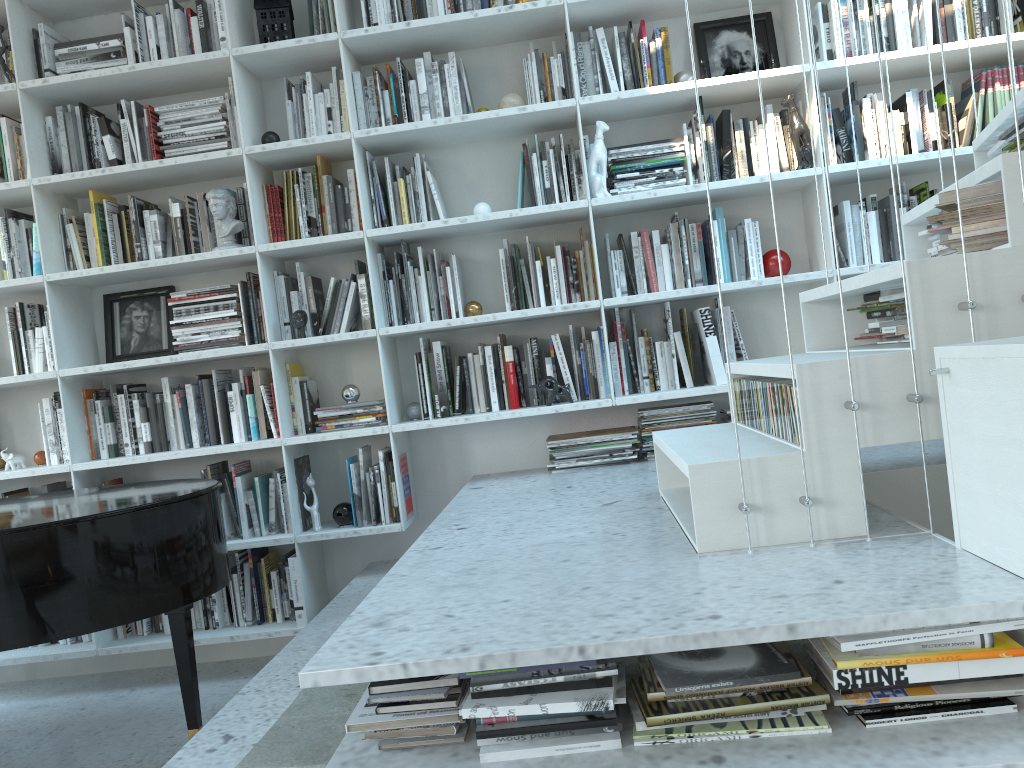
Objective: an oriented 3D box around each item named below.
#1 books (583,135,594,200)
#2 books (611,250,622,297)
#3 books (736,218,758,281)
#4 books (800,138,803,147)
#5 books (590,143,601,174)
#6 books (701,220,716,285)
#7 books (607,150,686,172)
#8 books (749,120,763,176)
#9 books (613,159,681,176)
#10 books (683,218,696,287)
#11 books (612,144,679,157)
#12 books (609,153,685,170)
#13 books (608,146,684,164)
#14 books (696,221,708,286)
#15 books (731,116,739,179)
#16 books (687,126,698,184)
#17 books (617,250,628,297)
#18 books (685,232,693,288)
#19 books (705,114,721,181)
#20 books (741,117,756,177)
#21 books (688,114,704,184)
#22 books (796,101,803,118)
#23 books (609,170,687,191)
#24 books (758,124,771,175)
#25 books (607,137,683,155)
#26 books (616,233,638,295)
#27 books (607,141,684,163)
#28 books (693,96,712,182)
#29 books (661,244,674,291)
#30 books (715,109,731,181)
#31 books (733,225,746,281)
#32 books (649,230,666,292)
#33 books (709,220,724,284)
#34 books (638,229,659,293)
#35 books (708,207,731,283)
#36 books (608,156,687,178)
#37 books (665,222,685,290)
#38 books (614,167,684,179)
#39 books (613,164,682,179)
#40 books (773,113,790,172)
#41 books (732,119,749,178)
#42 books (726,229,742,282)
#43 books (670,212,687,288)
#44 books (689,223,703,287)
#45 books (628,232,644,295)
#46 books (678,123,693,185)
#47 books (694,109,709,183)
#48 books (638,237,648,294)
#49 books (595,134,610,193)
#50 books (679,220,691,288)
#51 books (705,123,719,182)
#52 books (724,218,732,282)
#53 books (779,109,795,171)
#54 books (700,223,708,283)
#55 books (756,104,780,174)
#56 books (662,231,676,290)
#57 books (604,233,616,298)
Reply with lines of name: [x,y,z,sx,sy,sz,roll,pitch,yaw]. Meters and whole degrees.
books: [0.297,-0.816,3.452,0.028,0.270,0.128,-7,2,4]
books: [0.402,-0.416,3.443,0.023,0.186,0.159,-7,1,4]
books: [0.901,-0.503,3.404,0.025,0.235,0.181,-7,1,4]
books: [1.089,-0.868,3.368,0.027,0.179,0.166,-7,1,4]
books: [0.325,-0.794,3.417,0.027,0.221,0.184,-7,1,4]
books: [0.758,-0.495,3.426,0.012,0.254,0.161,-7,2,4]
books: [0.514,-0.859,3.418,0.285,0.012,0.159,-7,1,-1]
books: [0.928,-0.877,3.407,0.028,0.235,0.129,-7,2,4]
books: [0.519,-0.823,3.419,0.254,0.012,0.160,-7,1,9]
books: [0.679,-0.494,3.423,0.011,0.272,0.152,-7,2,4]
books: [0.512,-0.883,3.424,0.254,0.012,0.161,-7,1,6]
books: [0.516,-0.847,3.425,0.285,0.012,0.159,-7,1,6]
books: [0.513,-0.871,3.424,0.285,0.012,0.159,-7,1,6]
books: [0.718,-0.487,3.403,0.014,0.249,0.177,-7,1,4]
books: [0.844,-0.888,3.417,0.010,0.278,0.129,-7,2,4]
books: [0.687,-0.853,3.425,0.023,0.247,0.137,-7,2,4]
books: [0.424,-0.418,3.439,0.022,0.184,0.162,-7,1,4]
books: [0.671,-0.467,3.423,0.011,0.220,0.149,-7,1,4]
books: [0.773,-0.880,3.408,0.013,0.280,0.131,-7,2,4]
books: [0.898,-0.880,3.410,0.031,0.250,0.133,-7,2,4]
books: [0.710,-0.875,3.415,0.012,0.285,0.159,-7,2,4]
books: [1.113,-0.924,3.393,0.029,0.284,0.138,-7,2,4]
books: [0.521,-0.787,3.427,0.285,0.012,0.159,-7,1,2]
books: [0.955,-0.869,3.398,0.025,0.213,0.155,-7,1,4]
books: [0.509,-0.907,3.423,0.285,0.012,0.159,-7,1,6]
books: [0.447,-0.451,3.433,0.047,0.244,0.177,-7,1,4]
books: [0.510,-0.895,3.424,0.285,0.012,0.159,-7,1,2]
books: [0.727,-0.903,3.385,0.010,0.339,0.180,-7,2,4]
books: [0.590,-0.437,3.420,0.027,0.182,0.186,-7,1,4]
books: [0.808,-0.885,3.392,0.059,0.282,0.167,-7,2,4]
books: [0.872,-0.491,3.416,0.037,0.219,0.139,-7,2,4]
books: [0.561,-0.463,3.433,0.026,0.239,0.177,-7,1,4]
books: [0.774,-0.491,3.400,0.023,0.244,0.189,-7,1,4]
books: [0.524,-0.461,3.420,0.045,0.246,0.185,-7,1,4]
books: [0.796,-0.517,3.401,0.026,0.290,0.181,-7,2,4]
books: [0.517,-0.836,3.423,0.285,0.012,0.159,-7,1,1]
books: [0.624,-0.478,3.402,0.028,0.255,0.191,-7,1,4]
books: [0.519,-0.799,3.420,0.254,0.012,0.161,-7,1,-1]
books: [0.519,-0.811,3.431,0.254,0.012,0.161,-7,1,4]
books: [1.006,-0.888,3.372,0.041,0.239,0.176,-7,1,4]
books: [0.866,-0.872,3.395,0.031,0.242,0.147,-7,2,4]
books: [0.839,-0.478,3.403,0.030,0.201,0.189,-7,1,4]
books: [0.643,-0.503,3.422,0.013,0.299,0.147,-7,2,4]
books: [0.700,-0.484,3.425,0.026,0.246,0.165,-7,2,4]
books: [0.483,-0.457,3.441,0.024,0.247,0.143,-7,2,4]
books: [0.668,-0.854,3.409,0.012,0.254,0.161,-7,2,4]
books: [0.719,-0.883,3.388,0.011,0.300,0.184,-7,2,4]
books: [0.500,-0.447,3.428,0.011,0.223,0.162,-7,1,4]
books: [0.351,-0.821,3.444,0.028,0.267,0.137,-7,2,4]
books: [0.656,-0.486,3.404,0.012,0.262,0.186,-7,1,4]
books: [0.753,-0.855,3.393,0.030,0.236,0.179,-7,1,4]
books: [0.817,-0.501,3.416,0.010,0.252,0.153,-7,2,4]
books: [1.038,-0.900,3.384,0.024,0.255,0.145,-7,2,4]
books: [0.737,-0.493,3.454,0.017,0.254,0.078,-7,2,4]
books: [0.973,-0.900,3.371,0.021,0.271,0.191,-7,1,4]
books: [0.607,-0.463,3.427,0.012,0.229,0.179,-7,1,4]
books: [0.382,-0.448,3.454,0.012,0.254,0.161,-7,2,4]
